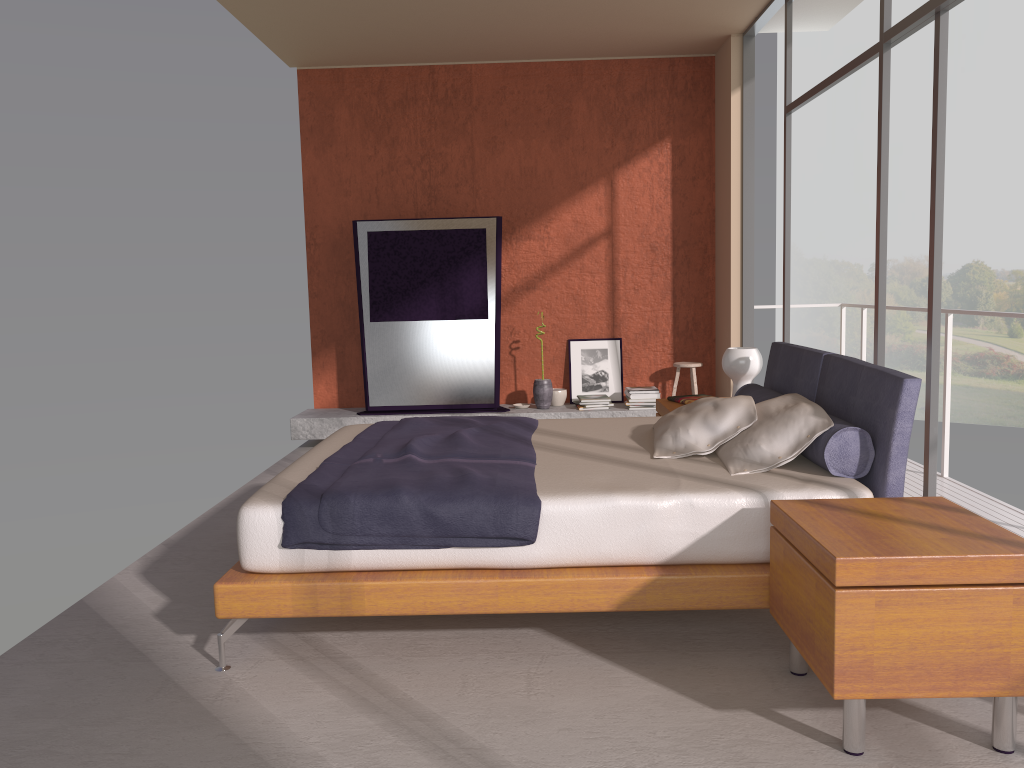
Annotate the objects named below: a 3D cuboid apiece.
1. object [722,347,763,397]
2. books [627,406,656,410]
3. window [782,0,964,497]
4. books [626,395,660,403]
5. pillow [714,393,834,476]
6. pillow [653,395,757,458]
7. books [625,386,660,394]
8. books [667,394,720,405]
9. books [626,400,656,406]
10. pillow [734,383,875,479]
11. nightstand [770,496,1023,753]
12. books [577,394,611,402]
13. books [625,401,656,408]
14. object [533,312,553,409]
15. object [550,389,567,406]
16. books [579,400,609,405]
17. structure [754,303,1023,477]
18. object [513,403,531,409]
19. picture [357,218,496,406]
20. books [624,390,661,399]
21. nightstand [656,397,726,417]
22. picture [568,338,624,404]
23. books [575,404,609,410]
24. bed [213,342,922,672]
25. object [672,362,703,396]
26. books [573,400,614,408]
[{"bbox_3d":[1.304,-0.035,5.026,0.224,0.338,0.224,0,6,13],"label":"object"},{"bbox_3d":[1.074,0.182,7.311,0.247,0.018,0.328,-1,6,3],"label":"books"},{"bbox_3d":[1.780,-0.656,2.974,0.075,3.133,6.106,-1,6,1],"label":"window"},{"bbox_3d":[1.073,0.115,7.304,0.247,0.027,0.328,-1,6,3],"label":"books"},{"bbox_3d":[1.031,0.195,3.641,0.400,0.265,0.791,-1,6,4],"label":"pillow"},{"bbox_3d":[0.853,0.170,4.002,0.431,0.264,0.869,-1,6,9],"label":"pillow"},{"bbox_3d":[1.071,0.051,7.303,0.247,0.025,0.287,-1,6,1],"label":"books"},{"bbox_3d":[1.113,0.096,5.340,0.247,0.025,0.287,-4,7,-18],"label":"books"},{"bbox_3d":[1.069,0.145,7.288,0.247,0.025,0.287,0,6,12],"label":"books"},{"bbox_3d":[1.237,0.170,3.909,0.205,0.201,1.470,-1,6,1],"label":"pillow"},{"bbox_3d":[1.133,0.685,2.635,0.562,0.556,0.628,-1,6,1],"label":"nightstand"},{"bbox_3d":[0.676,0.118,7.338,0.247,0.018,0.328,-2,6,-2],"label":"books"},{"bbox_3d":[1.074,0.163,7.315,0.247,0.018,0.287,-1,6,1],"label":"books"},{"bbox_3d":[0.250,-0.196,7.326,0.165,0.810,0.165,1,7,24],"label":"object"},{"bbox_3d":[0.377,0.116,7.529,0.179,0.137,0.180,0,6,14],"label":"object"},{"bbox_3d":[0.677,0.140,7.335,0.247,0.025,0.287,-1,6,3],"label":"books"},{"bbox_3d":[2.211,0.291,3.266,0.728,1.005,7.689,-1,6,1],"label":"structure"},{"bbox_3d":[0.081,0.192,7.428,0.152,0.040,0.152,3,8,36],"label":"object"},{"bbox_3d":[-0.672,-0.580,7.210,1.129,1.496,0.126,-1,6,1],"label":"picture"},{"bbox_3d":[1.072,0.083,7.300,0.247,0.038,0.319,-2,6,-1],"label":"books"},{"bbox_3d":[1.181,0.396,5.259,0.562,0.556,0.628,-1,6,1],"label":"nightstand"},{"bbox_3d":[0.720,-0.112,7.601,0.458,0.550,0.117,-1,6,1],"label":"picture"},{"bbox_3d":[0.662,0.184,7.347,0.247,0.025,0.287,-2,6,-2],"label":"books"},{"bbox_3d":[0.210,0.370,3.964,2.462,0.959,2.017,-1,6,1],"label":"bed"},{"bbox_3d":[1.485,-0.003,7.423,0.257,0.349,0.260,-5,7,-29],"label":"object"},{"bbox_3d":[0.675,0.160,7.352,0.247,0.018,0.328,-3,6,-14],"label":"books"}]
